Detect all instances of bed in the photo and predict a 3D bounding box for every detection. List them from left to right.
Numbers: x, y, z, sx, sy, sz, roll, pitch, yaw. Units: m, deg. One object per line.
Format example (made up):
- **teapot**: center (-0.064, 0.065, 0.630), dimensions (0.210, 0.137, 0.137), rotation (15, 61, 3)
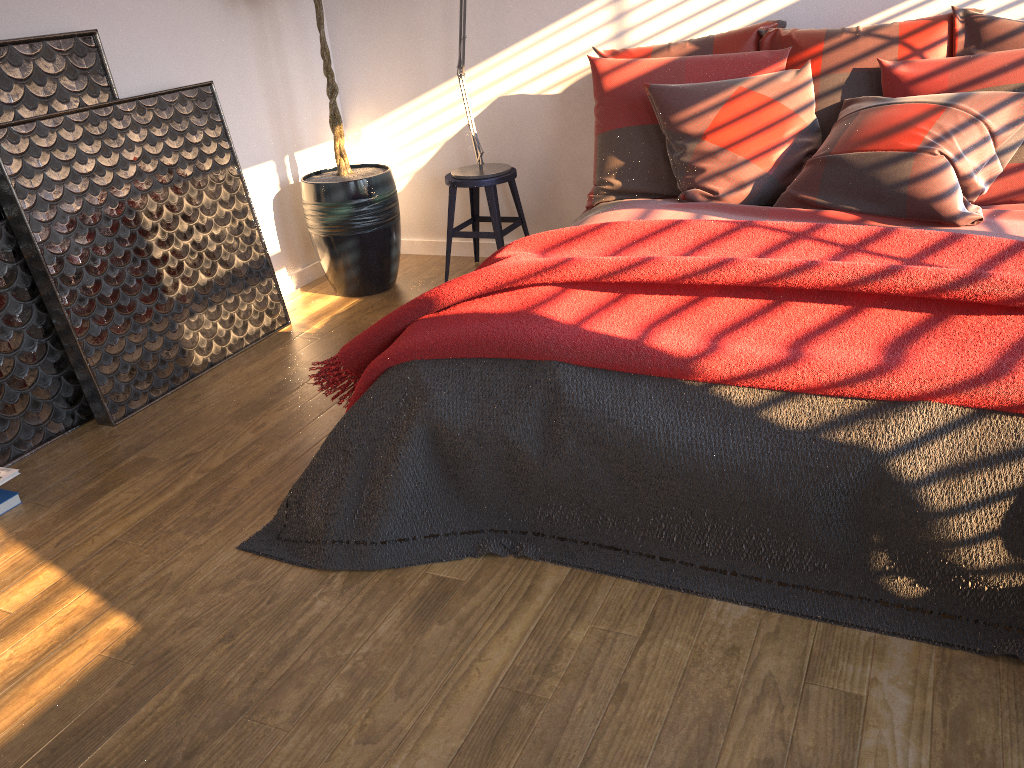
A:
- **bed**: center (0.920, -0.344, 2.721), dimensions (2.031, 0.787, 2.269), rotation (6, 27, 24)

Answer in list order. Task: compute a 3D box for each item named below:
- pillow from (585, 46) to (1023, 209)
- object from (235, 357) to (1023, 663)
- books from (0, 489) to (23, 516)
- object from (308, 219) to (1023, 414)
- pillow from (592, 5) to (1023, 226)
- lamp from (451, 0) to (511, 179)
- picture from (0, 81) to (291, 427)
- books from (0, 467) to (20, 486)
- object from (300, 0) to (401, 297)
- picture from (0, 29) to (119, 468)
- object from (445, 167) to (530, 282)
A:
- **pillow**: center (1.092, -0.901, 3.118), dimensions (1.809, 0.563, 0.517), rotation (6, 28, 25)
- **object**: center (0.604, 0.074, 2.125), dimensions (2.500, 0.580, 1.100), rotation (6, 28, 24)
- **books**: center (-1.605, 0.361, 2.641), dimensions (0.257, 0.051, 0.265), rotation (-14, 26, -16)
- **object**: center (0.627, -0.015, 2.239), dimensions (2.638, 0.675, 0.670), rotation (6, 28, 25)
- **pillow**: center (1.153, -0.854, 3.072), dimensions (2.138, 0.750, 1.122), rotation (5, 27, 22)
- **lamp**: center (-0.086, -1.402, 3.618), dimensions (0.278, 1.152, 0.775), rotation (-16, 28, -20)
- **picture**: center (-1.325, -0.524, 3.326), dimensions (0.209, 1.049, 1.005), rotation (7, 29, 24)
- **books**: center (-1.637, 0.326, 2.603), dimensions (0.257, 0.051, 0.265), rotation (4, 27, 21)
- **object**: center (-0.845, -1.371, 3.813), dimensions (0.810, 2.064, 0.786), rotation (9, 30, 27)
- **picture**: center (-1.660, -0.420, 2.895), dimensions (0.171, 1.280, 1.225), rotation (7, 29, 24)
- **object**: center (-0.121, -0.754, 4.189), dimensions (0.337, 0.491, 0.335), rotation (7, 29, 24)
